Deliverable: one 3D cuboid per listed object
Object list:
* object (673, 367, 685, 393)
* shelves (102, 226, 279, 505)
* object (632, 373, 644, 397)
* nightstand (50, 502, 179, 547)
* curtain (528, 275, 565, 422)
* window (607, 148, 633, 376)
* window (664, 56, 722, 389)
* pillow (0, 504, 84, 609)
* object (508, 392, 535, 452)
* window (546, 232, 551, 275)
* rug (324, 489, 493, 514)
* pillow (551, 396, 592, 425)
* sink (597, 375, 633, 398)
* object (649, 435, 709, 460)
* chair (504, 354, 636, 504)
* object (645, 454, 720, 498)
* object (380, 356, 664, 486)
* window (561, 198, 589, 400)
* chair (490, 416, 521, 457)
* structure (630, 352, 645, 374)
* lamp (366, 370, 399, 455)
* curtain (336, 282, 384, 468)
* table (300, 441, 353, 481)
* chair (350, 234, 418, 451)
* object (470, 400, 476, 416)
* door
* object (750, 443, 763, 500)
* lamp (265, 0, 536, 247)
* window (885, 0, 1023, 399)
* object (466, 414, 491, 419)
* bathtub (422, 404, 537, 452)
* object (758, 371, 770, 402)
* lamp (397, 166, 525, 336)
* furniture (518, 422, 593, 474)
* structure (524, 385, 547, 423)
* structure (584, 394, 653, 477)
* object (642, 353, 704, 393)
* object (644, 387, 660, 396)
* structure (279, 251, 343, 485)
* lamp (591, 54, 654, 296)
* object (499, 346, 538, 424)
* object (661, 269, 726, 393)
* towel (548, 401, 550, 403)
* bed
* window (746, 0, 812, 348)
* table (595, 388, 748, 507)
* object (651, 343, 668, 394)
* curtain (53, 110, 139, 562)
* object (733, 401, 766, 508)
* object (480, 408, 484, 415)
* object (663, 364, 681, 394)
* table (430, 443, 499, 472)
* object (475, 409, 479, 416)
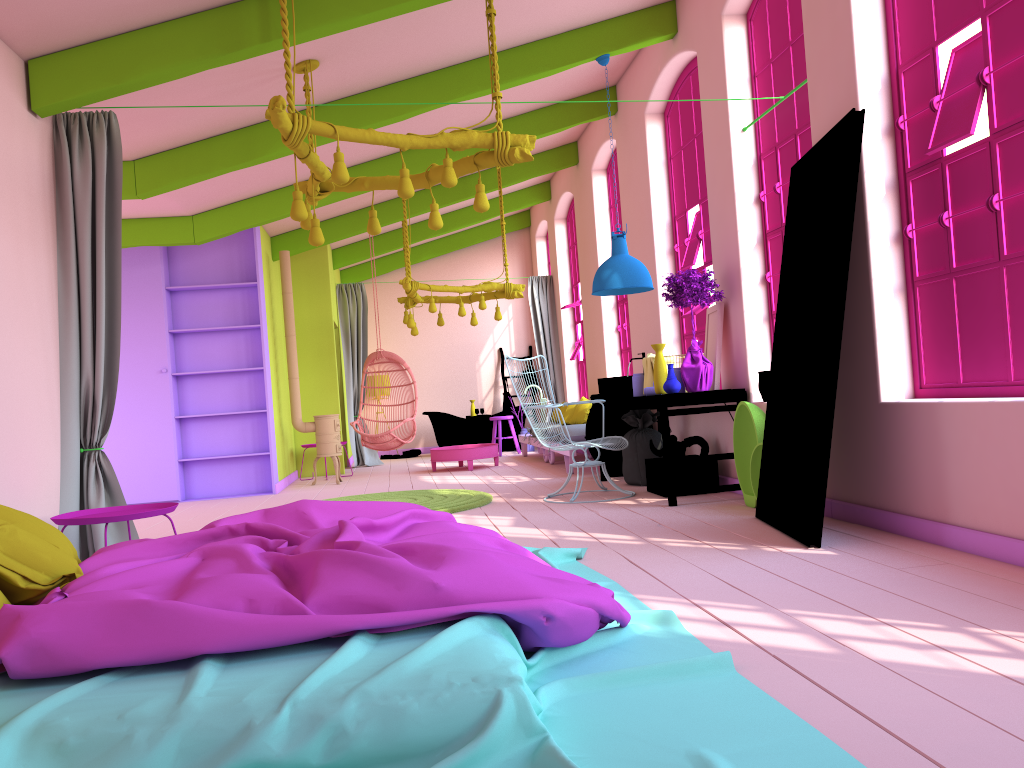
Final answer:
[{"bbox_3d":[1.282,-0.027,6.875,0.109,0.197,0.109,-4,0,30],"label":"object"},{"bbox_3d":[-3.644,-0.247,9.773,1.841,3.104,0.384,-4,0,-8],"label":"shelves"},{"bbox_3d":[1.100,0.008,7.680,0.109,0.197,0.109,-4,0,-15],"label":"object"},{"bbox_3d":[-1.988,0.865,4.491,0.596,0.458,0.596,-5,-1,30],"label":"nightstand"},{"bbox_3d":[0.580,-0.320,13.697,0.518,2.785,0.525,-4,0,12],"label":"curtain"},{"bbox_3d":[1.355,-1.295,10.323,0.072,3.047,1.275,-4,0,-8],"label":"window"},{"bbox_3d":[1.685,-1.345,7.885,0.492,3.003,1.497,-4,0,-8],"label":"window"},{"bbox_3d":[-1.804,0.641,2.702,0.848,0.822,2.618,-4,-1,-18],"label":"pillow"},{"bbox_3d":[0.182,0.571,13.926,0.451,0.987,0.277,-4,0,37],"label":"object"},{"bbox_3d":[0.779,-1.191,14.647,0.072,3.047,1.275,-4,0,-8],"label":"window"},{"bbox_3d":[-1.118,1.053,7.641,1.888,0.050,1.889,-4,-1,-20],"label":"rug"},{"bbox_3d":[0.831,0.364,11.391,0.578,0.399,1.998,-4,-1,-8],"label":"pillow"},{"bbox_3d":[1.004,0.022,8.167,0.340,0.194,0.609,-4,-1,-8],"label":"sink"},{"bbox_3d":[1.385,0.652,7.377,0.300,0.448,0.672,-4,-1,-32],"label":"object"},{"bbox_3d":[0.527,0.333,7.408,0.925,1.238,1.078,-4,0,27],"label":"chair"},{"bbox_3d":[1.379,0.744,7.229,0.446,0.277,0.522,-4,-1,-8],"label":"object"},{"bbox_3d":[-0.452,0.292,11.607,2.826,1.580,7.866,-4,-1,-7],"label":"object"},{"bbox_3d":[1.033,-1.227,12.755,0.551,3.009,1.514,-4,0,-8],"label":"window"},{"bbox_3d":[-0.153,0.792,13.533,0.472,0.593,0.446,-4,-1,-39],"label":"chair"},{"bbox_3d":[1.177,-0.090,8.217,0.166,0.397,0.087,-4,0,2],"label":"structure"},{"bbox_3d":[-2.263,0.512,15.006,0.491,1.466,0.476,-4,0,22],"label":"lamp"},{"bbox_3d":[-2.330,-0.164,13.317,0.518,2.785,0.525,-4,0,-27],"label":"curtain"},{"bbox_3d":[-2.422,0.996,11.513,0.596,0.458,0.596,-5,-1,30],"label":"table"},{"bbox_3d":[-1.759,-0.680,11.622,0.860,3.129,0.806,-4,0,12],"label":"chair"},{"bbox_3d":[-0.639,0.422,14.559,0.097,0.321,0.097,-4,0,4],"label":"object"},{"bbox_3d":[1.660,-0.270,5.044,0.450,2.211,1.153,-4,0,2],"label":"door"},{"bbox_3d":[1.698,0.607,5.786,0.137,0.462,0.284,-4,0,-23],"label":"object"},{"bbox_3d":[-0.964,-2.037,5.760,1.610,2.264,1.776,-4,0,-26],"label":"lamp"},{"bbox_3d":[2.197,-1.436,4.093,0.214,3.009,1.514,-4,0,-8],"label":"window"},{"bbox_3d":[-0.555,0.549,14.600,0.360,0.068,1.323,-4,-1,-8],"label":"object"},{"bbox_3d":[-0.506,0.758,14.603,1.889,0.740,0.826,-4,-1,-8],"label":"bathtub"},{"bbox_3d":[1.866,0.014,6.379,0.182,0.222,0.182,-4,0,-30],"label":"object"},{"bbox_3d":[-0.946,-1.762,11.351,1.610,2.264,1.776,-4,0,-26],"label":"lamp"},{"bbox_3d":[0.703,0.737,11.286,0.907,0.507,3.776,-4,-1,-8],"label":"furniture"},{"bbox_3d":[0.473,0.532,14.716,0.452,1.061,0.254,-4,0,36],"label":"structure"},{"bbox_3d":[1.095,0.509,9.042,0.718,0.845,0.718,-4,-1,-40],"label":"structure"},{"bbox_3d":[1.330,-0.094,7.532,0.444,0.369,0.633,-4,-1,-8],"label":"object"},{"bbox_3d":[1.148,0.061,7.237,0.137,0.076,0.076,-4,0,12],"label":"object"},{"bbox_3d":[-2.375,-0.197,10.687,0.577,2.814,0.403,-4,0,10],"label":"structure"},{"bbox_3d":[0.860,-1.776,7.485,0.529,2.002,0.528,-4,0,24],"label":"lamp"},{"bbox_3d":[0.143,0.218,15.435,0.603,1.764,0.410,-4,0,-8],"label":"object"},{"bbox_3d":[1.385,-0.412,6.768,0.503,0.950,0.441,-5,0,42],"label":"object"},{"bbox_3d":[0.735,0.271,14.881,0.262,0.102,0.247,-4,-1,-7],"label":"towel"},{"bbox_3d":[-0.749,0.732,3.100,2.802,0.514,3.577,-4,-1,-8],"label":"bed"},{"bbox_3d":[1.932,-1.399,5.982,0.072,3.047,1.275,-4,0,-8],"label":"window"},{"bbox_3d":[1.294,0.483,7.546,0.655,0.820,2.193,-4,-1,-8],"label":"table"},{"bbox_3d":[1.134,-0.114,6.786,0.116,0.383,0.116,-4,0,-34],"label":"object"},{"bbox_3d":[-2.453,-0.259,5.131,0.518,2.785,0.525,-4,0,-27],"label":"curtain"},{"bbox_3d":[1.718,0.476,6.121,0.218,0.733,0.451,-4,0,-8],"label":"object"},{"bbox_3d":[-0.488,0.484,14.576,0.069,0.170,0.069,-4,0,12],"label":"object"},{"bbox_3d":[1.185,-0.039,6.592,0.132,0.219,0.132,-4,0,9],"label":"object"},{"bbox_3d":[-0.605,0.947,11.399,0.885,0.285,0.885,-5,-1,18],"label":"table"},{"bbox_3d":[-0.565,0.487,14.402,0.069,0.170,0.069,-4,0,12],"label":"object"}]
